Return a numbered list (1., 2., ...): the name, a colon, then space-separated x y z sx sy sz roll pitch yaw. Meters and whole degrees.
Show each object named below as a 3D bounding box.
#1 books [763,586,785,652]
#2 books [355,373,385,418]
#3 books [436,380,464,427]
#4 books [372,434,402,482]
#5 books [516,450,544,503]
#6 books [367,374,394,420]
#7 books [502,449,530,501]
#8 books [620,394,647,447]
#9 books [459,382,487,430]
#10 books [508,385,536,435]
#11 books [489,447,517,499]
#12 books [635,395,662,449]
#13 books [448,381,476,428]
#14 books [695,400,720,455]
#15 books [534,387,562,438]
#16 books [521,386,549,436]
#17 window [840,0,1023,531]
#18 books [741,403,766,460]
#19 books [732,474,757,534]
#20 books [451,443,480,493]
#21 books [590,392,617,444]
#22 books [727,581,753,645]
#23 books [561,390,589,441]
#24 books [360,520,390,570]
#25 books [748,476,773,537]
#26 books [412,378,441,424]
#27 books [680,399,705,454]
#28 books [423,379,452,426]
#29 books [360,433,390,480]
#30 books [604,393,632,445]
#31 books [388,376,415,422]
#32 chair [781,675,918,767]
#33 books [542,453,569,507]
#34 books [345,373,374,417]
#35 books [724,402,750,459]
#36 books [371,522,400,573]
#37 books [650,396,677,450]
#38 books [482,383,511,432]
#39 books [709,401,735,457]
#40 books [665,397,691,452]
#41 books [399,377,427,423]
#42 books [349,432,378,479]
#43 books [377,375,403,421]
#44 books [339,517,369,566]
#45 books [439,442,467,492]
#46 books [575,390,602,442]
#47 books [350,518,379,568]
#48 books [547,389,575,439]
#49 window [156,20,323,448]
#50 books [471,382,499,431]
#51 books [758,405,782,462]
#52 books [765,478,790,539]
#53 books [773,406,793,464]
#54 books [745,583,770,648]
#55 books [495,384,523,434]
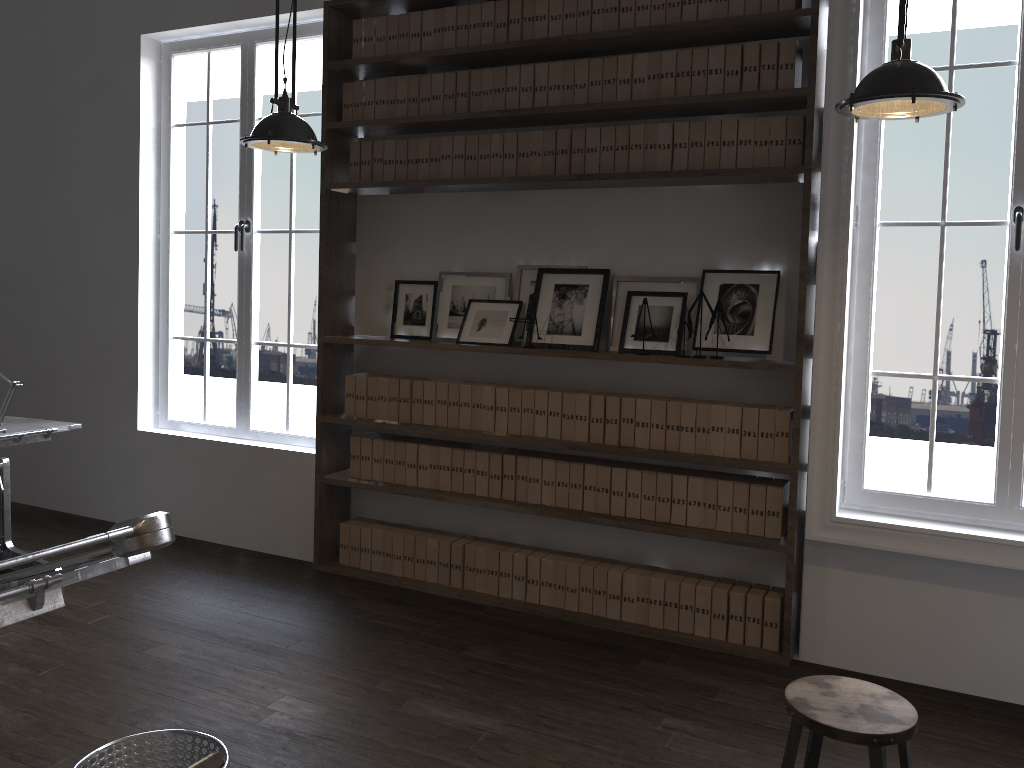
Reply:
1. books: 1.142 1.017 3.841 0.067 0.225 0.175 3 4 26
2. books: -0.760 0.063 4.748 0.067 0.225 0.175 3 4 26
3. books: -0.317 0.098 4.536 0.067 0.225 0.175 3 4 26
4. books: -0.666 0.392 4.717 0.067 0.225 0.175 3 4 26
5. books: 0.089 0.452 4.347 0.067 0.225 0.175 3 4 26
6. books: -0.695 0.069 4.716 0.067 0.225 0.175 3 4 26
7. books: 0.020 0.447 4.375 0.067 0.225 0.175 3 4 26
8. books: 0.564 0.168 4.101 0.067 0.225 0.175 3 4 26
9. books: -0.196 0.108 4.469 0.067 0.225 0.175 3 4 26
10. books: 0.051 0.127 4.353 0.067 0.225 0.175 3 4 26
11. books: -0.044 0.441 4.413 0.067 0.225 0.175 3 4 26
12. books: 0.625 0.173 4.065 0.067 0.225 0.175 3 4 26
13. books: -0.253 0.103 4.505 0.067 0.225 0.175 3 4 26
14. books: 0.874 0.193 3.946 0.067 0.225 0.175 3 4 26
15. books: 0.175 0.137 4.290 0.067 0.225 0.175 3 4 26
16. books: 0.114 0.132 4.324 0.067 0.225 0.175 3 4 26
17. window: 1.938 -0.564 3.355 1.246 2.303 0.153 3 3 26
18. books: 1.053 0.207 3.857 0.067 0.225 0.175 3 4 26
19. books: 1.020 0.526 3.886 0.067 0.225 0.175 3 4 26
20. books: -0.235 0.426 4.507 0.067 0.225 0.175 3 4 26
21. books: 0.430 0.157 4.167 0.067 0.225 0.175 3 4 26
22. books: 1.006 1.006 3.904 0.067 0.225 0.175 3 4 26
23. books: 0.303 0.148 4.222 0.067 0.225 0.175 3 4 26
24. books: -0.739 0.868 4.768 0.067 0.225 0.175 3 4 26
25. books: 1.083 0.531 3.855 0.067 0.225 0.175 3 4 26
26. books: -0.444 0.088 4.599 0.067 0.225 0.175 3 4 26
27. books: 0.812 0.188 3.971 0.067 0.225 0.175 3 4 26
28. books: -0.382 0.093 4.564 0.067 0.225 0.175 3 4 26
29. books: -0.732 0.387 4.746 0.067 0.225 0.175 3 4 26
30. books: 0.494 0.163 4.129 0.067 0.225 0.175 3 4 26
31. books: -0.577 0.077 4.665 0.067 0.225 0.175 3 4 26
32. chair: 0.833 1.054 2.216 0.359 0.526 0.372 4 5 35
33. books: 0.211 0.462 4.283 0.067 0.225 0.175 3 4 26
34. books: -0.823 0.058 4.784 0.067 0.225 0.175 3 4 26
35. books: 0.988 0.202 3.885 0.067 0.225 0.175 3 4 26
36. books: -0.673 0.873 4.738 0.067 0.225 0.175 3 4 26
37. books: 0.691 0.178 4.038 0.067 0.225 0.175 3 4 26
38. books: -0.078 0.117 4.415 0.067 0.225 0.175 3 4 26
39. books: 0.929 0.197 3.916 0.067 0.225 0.175 3 4 26
40. books: 0.754 0.183 4.006 0.067 0.225 0.175 3 4 26
41. books: -0.513 0.083 4.628 0.067 0.225 0.175 3 4 26
42. books: -0.797 0.382 4.778 0.067 0.225 0.175 3 4 26
43. books: -0.637 0.073 4.692 0.067 0.225 0.175 3 4 26
44. books: -0.861 0.857 4.835 0.067 0.225 0.175 3 4 26
45. books: -0.298 0.422 4.532 0.067 0.225 0.175 3 4 26
46. books: 0.361 0.152 4.198 0.067 0.225 0.175 3 4 26
47. books: -0.800 0.862 4.803 0.067 0.225 0.175 3 4 26
48. books: 0.238 0.143 4.255 0.067 0.225 0.175 3 4 26
49. window: -1.558 -0.847 5.219 1.484 2.491 0.153 3 3 26
50. books: -0.134 0.113 4.444 0.067 0.225 0.175 3 4 26
51. books: 1.116 0.212 3.828 0.067 0.225 0.175 3 4 26
52. books: 1.145 0.536 3.820 0.067 0.225 0.175 3 4 26
53. books: 1.171 0.217 3.793 0.067 0.225 0.175 3 4 26
54. books: 1.075 1.011 3.877 0.067 0.225 0.175 3 4 26
55. books: -0.014 0.123 4.381 0.067 0.225 0.175 3 4 26
